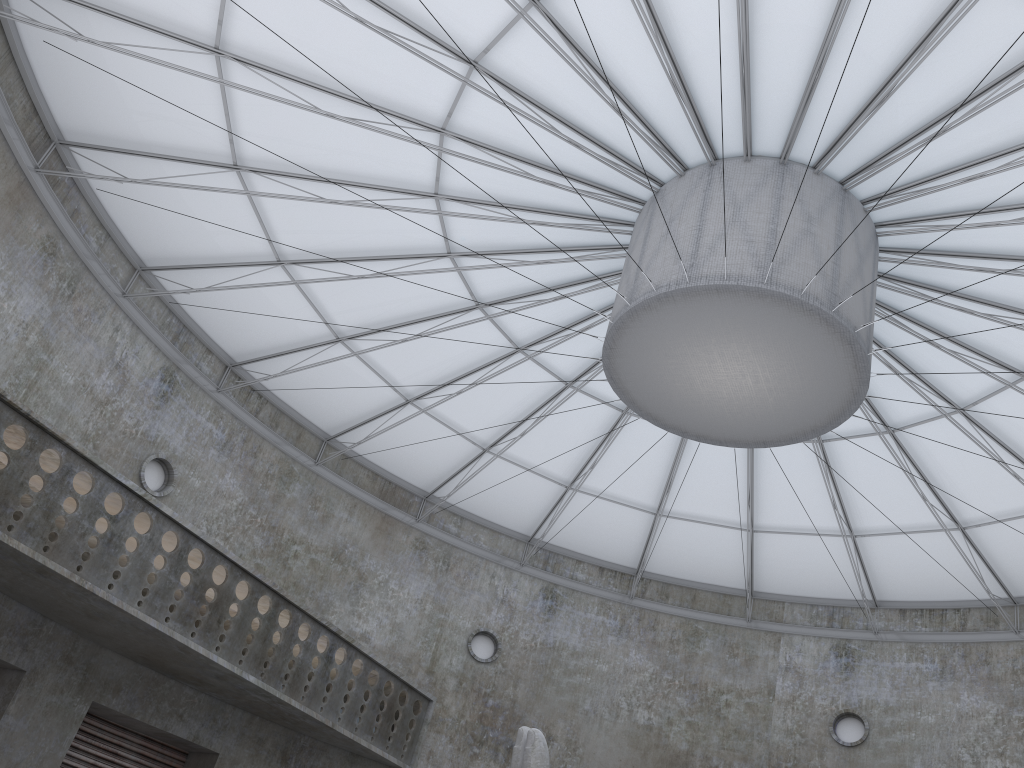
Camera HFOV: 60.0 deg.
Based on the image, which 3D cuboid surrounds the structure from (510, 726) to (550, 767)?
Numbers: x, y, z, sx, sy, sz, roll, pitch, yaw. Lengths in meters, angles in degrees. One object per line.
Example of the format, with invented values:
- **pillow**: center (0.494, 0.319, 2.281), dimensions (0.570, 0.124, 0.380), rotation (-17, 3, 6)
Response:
- **structure**: center (4.385, 9.727, 15.427), dimensions (10.747, 5.572, 15.978), rotation (20, -32, -5)
